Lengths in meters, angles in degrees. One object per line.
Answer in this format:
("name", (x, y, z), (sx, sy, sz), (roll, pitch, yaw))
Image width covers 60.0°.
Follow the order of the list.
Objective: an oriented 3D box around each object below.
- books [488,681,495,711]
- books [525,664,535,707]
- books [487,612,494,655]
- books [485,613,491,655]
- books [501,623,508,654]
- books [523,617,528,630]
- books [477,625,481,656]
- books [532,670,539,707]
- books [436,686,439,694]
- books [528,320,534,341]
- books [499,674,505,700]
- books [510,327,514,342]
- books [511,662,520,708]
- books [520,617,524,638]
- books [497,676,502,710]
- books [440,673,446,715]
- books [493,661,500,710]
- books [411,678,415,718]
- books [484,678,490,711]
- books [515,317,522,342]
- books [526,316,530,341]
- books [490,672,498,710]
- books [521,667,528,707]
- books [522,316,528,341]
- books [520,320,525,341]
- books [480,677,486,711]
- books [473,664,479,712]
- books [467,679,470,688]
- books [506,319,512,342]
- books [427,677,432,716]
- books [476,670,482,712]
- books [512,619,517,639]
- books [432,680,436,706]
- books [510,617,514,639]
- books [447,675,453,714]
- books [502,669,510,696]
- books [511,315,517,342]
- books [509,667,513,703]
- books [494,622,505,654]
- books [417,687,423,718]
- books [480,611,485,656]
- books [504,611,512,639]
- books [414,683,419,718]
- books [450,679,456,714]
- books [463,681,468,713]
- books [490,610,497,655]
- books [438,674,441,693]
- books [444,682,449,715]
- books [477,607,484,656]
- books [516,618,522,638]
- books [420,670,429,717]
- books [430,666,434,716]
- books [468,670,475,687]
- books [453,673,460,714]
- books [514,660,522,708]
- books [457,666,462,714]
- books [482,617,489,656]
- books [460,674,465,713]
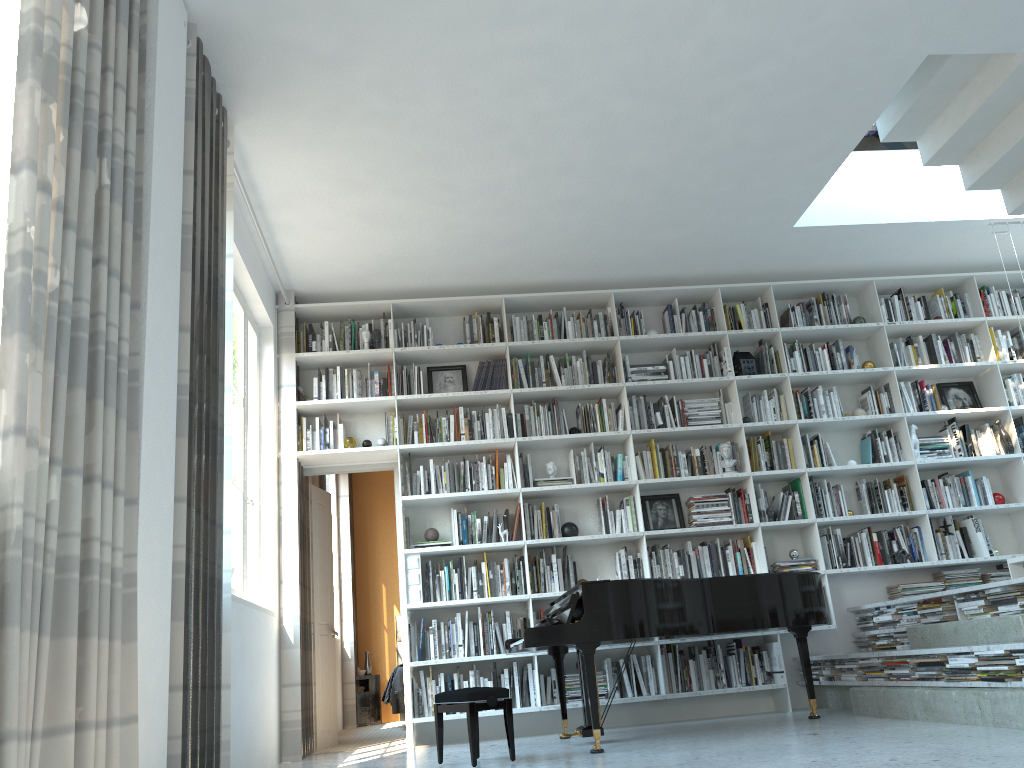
("books", (-0.144, 2.102, 5.984), (0.031, 0.187, 0.190), (-3, -18, -6))
("books", (0.125, 2.054, 6.054), (0.027, 0.275, 0.144), (-3, -18, -6))
("books", (-0.148, 1.726, 6.126), (0.022, 0.289, 0.138), (-3, -18, -6))
("books", (-0.166, 1.734, 6.135), (0.013, 0.283, 0.139), (-3, -18, -6))
("books", (-0.048, 1.767, 6.137), (0.030, 0.202, 0.142), (-3, -18, -6))
("books", (0.096, 1.741, 6.141), (0.030, 0.230, 0.151), (-3, -18, -6))
("books", (-0.229, 1.771, 6.109), (0.013, 0.208, 0.155), (-3, -18, -6))
("books", (0.152, 2.060, 6.009), (0.017, 0.232, 0.213), (-3, -18, -6))
("books", (-0.497, 2.129, 5.967), (0.022, 0.185, 0.146), (-3, -18, -6))
("books", (0.137, -0.359, 6.802), (0.029, 0.207, 0.179), (-3, -18, -6))
("books", (-0.061, 2.085, 6.015), (0.022, 0.224, 0.141), (-3, -18, -6))
("books", (-0.001, -0.331, 6.810), (0.024, 0.182, 0.134), (-3, -18, -6))
("books", (0.025, 2.044, 6.026), (0.021, 0.294, 0.188), (-3, -18, -6))
("books", (0.067, 1.743, 6.148), (0.026, 0.235, 0.141), (-3, -18, -6))
("books", (-0.084, 2.095, 6.022), (0.024, 0.213, 0.137), (-3, -18, -6))
("books", (-0.465, 2.086, 5.970), (0.023, 0.265, 0.177), (-3, -18, -6))
("books", (-0.107, 2.051, 6.036), (0.013, 0.309, 0.131), (-3, -18, -6))
("books", (-0.662, 2.109, 5.966), (0.012, 0.253, 0.161), (-3, -18, -6))
("books", (-0.175, 2.097, 5.990), (0.028, 0.205, 0.171), (-3, -18, -6))
("books", (0.046, -0.371, 6.817), (0.031, 0.254, 0.146), (-3, -18, -6))
("books", (0.114, -0.374, 6.818), (0.012, 0.249, 0.174), (-3, -18, -6))
("books", (-0.119, 2.074, 5.995), (0.023, 0.243, 0.188), (-3, -18, -6))
("books", (0.079, 2.066, 6.045), (0.065, 0.255, 0.156), (-3, -18, -6))
("books", (0.096, -0.372, 6.820), (0.023, 0.250, 0.171), (-3, -18, -6))
("books", (0.075, -0.357, 6.810), (0.023, 0.219, 0.182), (-3, -18, -6))
("books", (-0.200, 2.093, 5.990), (0.021, 0.217, 0.191), (-3, -18, -6))
("books", (-0.248, 2.061, 6.017), (0.014, 0.303, 0.140), (-3, -18, -6))
("books", (-0.289, 2.110, 6.005), (0.014, 0.210, 0.146), (-3, -18, -6))
("books", (-0.028, -0.360, 6.801), (0.029, 0.236, 0.157), (-3, -18, -6))
("books", (-0.555, 2.105, 5.972), (0.024, 0.245, 0.143), (-3, -18, -6))
("books", (-0.225, 2.072, 5.996), (0.025, 0.265, 0.160), (-3, -18, -6))
("books", (0.016, 1.752, 6.147), (0.030, 0.226, 0.140), (-3, -18, -6))
("books", (-0.520, 2.110, 5.964), (0.022, 0.225, 0.155), (-3, -18, -6))
("books", (-0.002, 1.736, 6.114), (0.011, 0.239, 0.175), (-3, -18, -6))
("books", (-0.421, 2.096, 5.991), (0.022, 0.251, 0.140), (-3, -18, -6))
("books", (-0.038, 2.068, 6.020), (0.027, 0.255, 0.179), (-3, -18, -6))
("books", (0.017, -0.374, 6.836), (0.021, 0.278, 0.141), (-3, -18, -6))
("books", (-0.007, 2.070, 6.046), (0.040, 0.263, 0.138), (-3, -18, -6))
("books", (-0.091, 1.758, 6.118), (0.059, 0.215, 0.178), (-3, -18, -6))
("books", (-0.614, 2.128, 5.936), (0.029, 0.190, 0.177), (-3, -18, -6))
("books", (-0.206, 1.725, 6.112), (0.012, 0.294, 0.177), (-3, -18, -6))
("books", (-0.024, 1.723, 6.145), (0.025, 0.287, 0.131), (-3, -18, -6))
("books", (-0.643, 2.126, 5.962), (0.023, 0.215, 0.159), (-3, -18, -6))
("books", (-0.397, 2.106, 5.979), (0.022, 0.220, 0.164), (-3, -18, -6))
("books", (-0.308, 2.106, 5.973), (0.030, 0.201, 0.168), (-3, -18, -6))
("books", (-0.130, 1.719, 6.124), (0.013, 0.300, 0.173), (-3, -18, -6))
("books", (-0.482, 2.087, 5.962), (0.013, 0.260, 0.174), (-3, -18, -6))
("books", (-0.441, 2.118, 5.979), (0.022, 0.205, 0.159), (-3, -18, -6))
("books", (-0.219, 1.709, 6.108), (0.014, 0.324, 0.171), (-3, -18, -6))
("books", (0.046, 1.737, 6.110), (0.023, 0.227, 0.191), (-3, -18, -6))
("books", (-0.591, 2.082, 5.969), (0.044, 0.292, 0.182), (-3, -18, -6))
("books", (-0.540, 2.069, 5.982), (0.011, 0.317, 0.158), (-3, -18, -6))
("books", (-0.267, 2.074, 5.991), (0.031, 0.265, 0.187), (-3, -18, -6))
("books", (-0.375, 2.090, 5.992), (0.027, 0.255, 0.161), (-3, -18, -6))
("books", (0.041, 2.038, 6.026), (0.012, 0.302, 0.166), (-3, -18, -6))
("books", (-0.356, 2.063, 5.987), (0.013, 0.299, 0.184), (-3, -18, -6))
("books", (-0.185, 1.749, 6.125), (0.029, 0.253, 0.153), (-3, -18, -6))
("books", (-0.338, 2.094, 6.001), (0.022, 0.245, 0.135), (-3, -18, -6))
